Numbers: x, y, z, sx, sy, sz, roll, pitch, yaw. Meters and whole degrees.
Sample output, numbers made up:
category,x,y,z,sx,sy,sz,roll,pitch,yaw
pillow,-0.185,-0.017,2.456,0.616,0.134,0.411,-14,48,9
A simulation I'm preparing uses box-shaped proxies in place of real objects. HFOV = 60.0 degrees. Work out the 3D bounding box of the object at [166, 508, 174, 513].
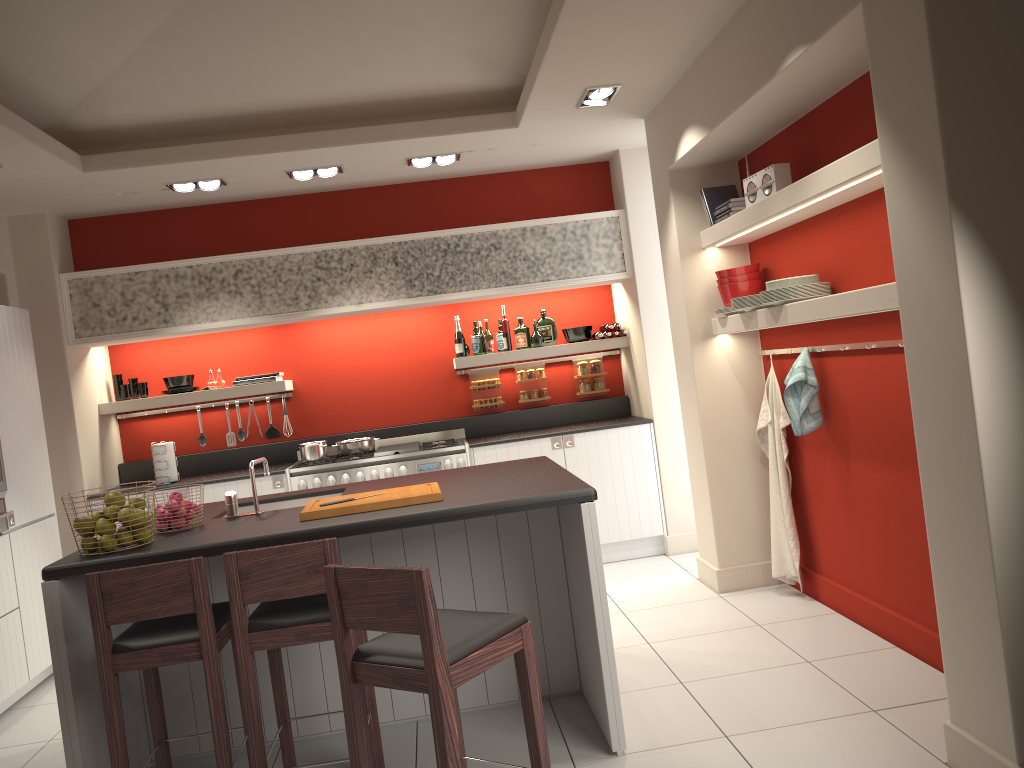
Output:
category,x,y,z,sx,sy,sz,roll,pitch,yaw
object,-1.433,0.523,3.730,0.041,0.039,0.041,-7,1,11

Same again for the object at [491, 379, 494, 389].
category,x,y,z,sx,sy,sz,roll,pitch,yaw
object,-0.153,-0.003,7.147,0.034,0.078,0.034,-7,1,15

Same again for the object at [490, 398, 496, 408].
category,x,y,z,sx,sy,sz,roll,pitch,yaw
object,-0.153,0.148,7.108,0.034,0.078,0.034,-7,1,15

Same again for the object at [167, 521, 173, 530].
category,x,y,z,sx,sy,sz,roll,pitch,yaw
object,-1.452,0.592,3.762,0.050,0.049,0.049,-8,1,-39

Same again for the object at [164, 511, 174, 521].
category,x,y,z,sx,sy,sz,roll,pitch,yaw
object,-1.430,0.549,3.696,0.040,0.041,0.041,-7,1,31

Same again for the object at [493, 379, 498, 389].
category,x,y,z,sx,sy,sz,roll,pitch,yaw
object,-0.133,-0.004,7.110,0.034,0.078,0.034,-7,1,15

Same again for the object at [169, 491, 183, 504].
category,x,y,z,sx,sy,sz,roll,pitch,yaw
object,-1.423,0.484,3.757,0.056,0.058,0.056,-7,1,40

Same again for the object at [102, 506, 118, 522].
category,x,y,z,sx,sy,sz,roll,pitch,yaw
object,-1.572,0.507,3.493,0.078,0.076,0.071,-8,1,-36

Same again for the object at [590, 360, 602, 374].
category,x,y,z,sx,sy,sz,roll,pitch,yaw
object,0.682,-0.136,7.208,0.093,0.120,0.094,-7,1,15

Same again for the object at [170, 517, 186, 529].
category,x,y,z,sx,sy,sz,roll,pitch,yaw
object,-1.406,0.582,3.730,0.062,0.057,0.061,-8,1,-5

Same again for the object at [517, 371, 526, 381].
category,x,y,z,sx,sy,sz,roll,pitch,yaw
object,0.078,-0.063,7.153,0.068,0.088,0.068,-7,1,15

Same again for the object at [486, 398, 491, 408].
category,x,y,z,sx,sy,sz,roll,pitch,yaw
object,-0.191,0.153,7.105,0.034,0.078,0.034,-7,1,15

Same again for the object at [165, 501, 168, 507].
category,x,y,z,sx,sy,sz,roll,pitch,yaw
object,-1.454,0.518,3.779,0.041,0.044,0.045,-8,1,-36

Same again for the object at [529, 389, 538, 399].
category,x,y,z,sx,sy,sz,roll,pitch,yaw
object,0.176,0.085,7.163,0.068,0.088,0.068,-7,1,15

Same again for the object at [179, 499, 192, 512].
category,x,y,z,sx,sy,sz,roll,pitch,yaw
object,-1.381,0.515,3.753,0.051,0.055,0.056,-7,1,9

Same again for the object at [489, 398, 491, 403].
category,x,y,z,sx,sy,sz,roll,pitch,yaw
object,-0.172,0.149,7.145,0.034,0.078,0.034,-7,1,15

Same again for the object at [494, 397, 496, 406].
category,x,y,z,sx,sy,sz,roll,pitch,yaw
object,-0.134,0.144,7.149,0.034,0.078,0.034,-7,1,15

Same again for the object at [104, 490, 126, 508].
category,x,y,z,sx,sy,sz,roll,pitch,yaw
object,-1.545,0.453,3.451,0.078,0.080,0.078,-7,1,-5

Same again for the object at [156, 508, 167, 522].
category,x,y,z,sx,sy,sz,roll,pitch,yaw
object,-1.464,0.552,3.722,0.059,0.059,0.060,-7,1,6

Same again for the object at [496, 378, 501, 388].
category,x,y,z,sx,sy,sz,roll,pitch,yaw
object,-0.114,-0.008,7.150,0.034,0.078,0.034,-7,1,15

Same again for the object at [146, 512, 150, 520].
category,x,y,z,sx,sy,sz,roll,pitch,yaw
object,-1.460,0.528,3.498,0.057,0.057,0.055,-8,1,-14

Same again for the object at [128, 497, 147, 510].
category,x,y,z,sx,sy,sz,roll,pitch,yaw
object,-1.485,0.478,3.517,0.067,0.064,0.067,-7,1,-5

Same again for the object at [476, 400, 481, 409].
category,x,y,z,sx,sy,sz,roll,pitch,yaw
object,-0.269,0.163,7.097,0.034,0.078,0.034,-7,1,15

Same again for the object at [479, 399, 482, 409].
category,x,y,z,sx,sy,sz,roll,pitch,yaw
object,-0.251,0.160,7.138,0.034,0.078,0.034,-7,1,15

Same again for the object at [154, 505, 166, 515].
category,x,y,z,sx,sy,sz,roll,pitch,yaw
object,-1.492,0.537,3.759,0.049,0.049,0.048,-7,1,2

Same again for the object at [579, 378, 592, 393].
category,x,y,z,sx,sy,sz,roll,pitch,yaw
object,0.594,0.014,7.200,0.093,0.120,0.094,-7,1,15

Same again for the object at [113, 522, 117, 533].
category,x,y,z,sx,sy,sz,roll,pitch,yaw
object,-1.587,0.568,3.481,0.064,0.060,0.064,-8,1,-11

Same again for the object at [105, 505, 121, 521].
category,x,y,z,sx,sy,sz,roll,pitch,yaw
object,-1.526,0.494,3.396,0.057,0.061,0.062,-7,1,9

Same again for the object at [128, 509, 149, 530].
category,x,y,z,sx,sy,sz,roll,pitch,yaw
object,-1.453,0.527,3.439,0.082,0.082,0.082,-8,1,-39

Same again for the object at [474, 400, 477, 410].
category,x,y,z,sx,sy,sz,roll,pitch,yaw
object,-0.290,0.165,7.134,0.034,0.078,0.034,-7,1,15

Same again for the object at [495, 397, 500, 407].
category,x,y,z,sx,sy,sz,roll,pitch,yaw
object,-0.114,0.143,7.112,0.034,0.078,0.034,-7,1,15

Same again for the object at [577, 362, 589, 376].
category,x,y,z,sx,sy,sz,roll,pitch,yaw
object,0.577,-0.122,7.198,0.093,0.120,0.094,-7,1,15

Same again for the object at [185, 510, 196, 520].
category,x,y,z,sx,sy,sz,roll,pitch,yaw
object,-1.370,0.557,3.772,0.046,0.043,0.046,-7,1,34

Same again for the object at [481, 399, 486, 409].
category,x,y,z,sx,sy,sz,roll,pitch,yaw
object,-0.230,0.158,7.101,0.034,0.078,0.034,-7,1,15

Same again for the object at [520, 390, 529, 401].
category,x,y,z,sx,sy,sz,roll,pitch,yaw
object,0.099,0.096,7.156,0.068,0.088,0.068,-7,1,15

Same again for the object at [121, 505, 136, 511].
category,x,y,z,sx,sy,sz,roll,pitch,yaw
object,-1.498,0.498,3.464,0.056,0.054,0.057,-8,1,-34

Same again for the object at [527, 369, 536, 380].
category,x,y,z,sx,sy,sz,roll,pitch,yaw
object,0.155,-0.074,7.161,0.068,0.088,0.068,-7,1,15

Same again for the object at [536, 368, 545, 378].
category,x,y,z,sx,sy,sz,roll,pitch,yaw
object,0.233,-0.084,7.168,0.068,0.088,0.068,-7,1,15

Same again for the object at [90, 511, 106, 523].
category,x,y,z,sx,sy,sz,roll,pitch,yaw
object,-1.599,0.521,3.423,0.057,0.061,0.062,-7,1,9

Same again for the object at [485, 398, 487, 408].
category,x,y,z,sx,sy,sz,roll,pitch,yaw
object,-0.213,0.155,7.141,0.034,0.078,0.034,-7,1,15

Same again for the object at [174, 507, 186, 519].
category,x,y,z,sx,sy,sz,roll,pitch,yaw
object,-1.387,0.540,3.709,0.048,0.046,0.048,-6,1,44

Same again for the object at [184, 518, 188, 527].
category,x,y,z,sx,sy,sz,roll,pitch,yaw
object,-1.401,0.591,3.782,0.039,0.039,0.040,-6,1,43

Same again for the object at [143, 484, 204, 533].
category,x,y,z,sx,sy,sz,roll,pitch,yaw
object,-1.428,0.530,3.774,0.248,0.168,0.248,-8,1,-18

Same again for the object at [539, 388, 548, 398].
category,x,y,z,sx,sy,sz,roll,pitch,yaw
object,0.253,0.075,7.171,0.068,0.088,0.068,-7,1,15

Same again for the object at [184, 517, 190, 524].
category,x,y,z,sx,sy,sz,roll,pitch,yaw
object,-1.419,0.586,3.841,0.050,0.049,0.049,-8,1,-39

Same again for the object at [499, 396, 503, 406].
category,x,y,z,sx,sy,sz,roll,pitch,yaw
object,-0.095,0.139,7.153,0.034,0.078,0.034,-7,1,15

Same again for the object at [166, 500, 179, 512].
category,x,y,z,sx,sy,sz,roll,pitch,yaw
object,-1.415,0.509,3.694,0.048,0.046,0.048,-7,1,40

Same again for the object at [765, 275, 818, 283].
category,x,y,z,sx,sy,sz,roll,pitch,yaw
object,1.395,-0.517,4.418,0.255,0.015,0.255,-8,1,-24

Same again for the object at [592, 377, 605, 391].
category,x,y,z,sx,sy,sz,roll,pitch,yaw
object,0.700,0.000,7.210,0.093,0.120,0.094,-7,1,15
